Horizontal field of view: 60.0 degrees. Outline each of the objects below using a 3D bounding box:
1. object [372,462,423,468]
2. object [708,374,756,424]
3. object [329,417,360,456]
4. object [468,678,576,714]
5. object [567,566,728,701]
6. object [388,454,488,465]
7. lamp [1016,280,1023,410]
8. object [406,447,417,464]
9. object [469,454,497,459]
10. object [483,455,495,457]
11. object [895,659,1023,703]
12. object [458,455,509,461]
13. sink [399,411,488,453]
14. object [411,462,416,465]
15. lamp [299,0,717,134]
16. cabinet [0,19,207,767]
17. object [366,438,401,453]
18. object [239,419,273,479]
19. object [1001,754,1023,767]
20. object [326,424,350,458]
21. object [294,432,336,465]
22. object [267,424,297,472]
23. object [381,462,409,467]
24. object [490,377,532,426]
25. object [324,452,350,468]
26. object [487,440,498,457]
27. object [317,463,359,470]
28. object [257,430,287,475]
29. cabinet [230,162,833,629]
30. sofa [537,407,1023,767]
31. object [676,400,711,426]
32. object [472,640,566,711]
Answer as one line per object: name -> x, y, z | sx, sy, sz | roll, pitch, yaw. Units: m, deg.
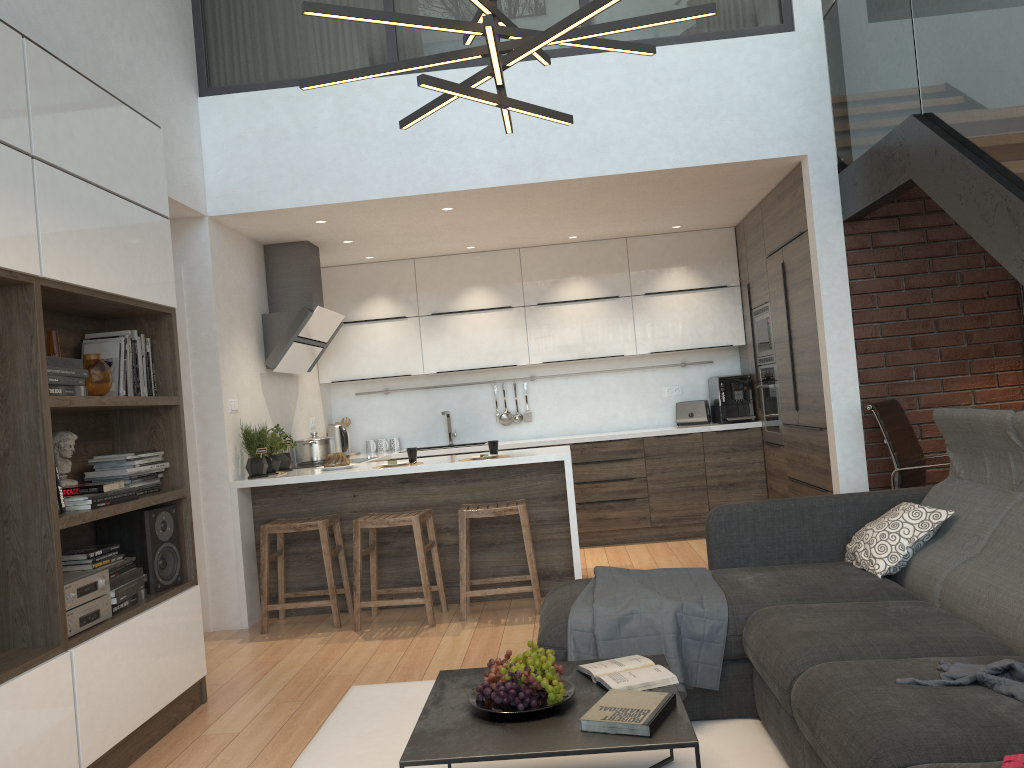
object -> -0.678, 0.484, 5.279 | 0.305, 0.002, 0.305 | -4, -1, -28
object -> 1.756, 0.116, 7.070 | 0.274, 0.378, 0.532 | -5, -1, 3
object -> -1.411, 0.436, 7.336 | 0.221, 0.316, 0.330 | -5, -1, 3
object -> 0.028, 0.855, 2.417 | 0.295, 0.026, 0.295 | -5, -1, -3
object -> 0.513, 0.895, 3.257 | 0.548, 0.369, 0.685 | -5, -1, 11
object -> -0.435, 0.438, 5.201 | 0.597, 0.039, 0.064 | -5, -1, -1
lamp -> 2.864, -0.004, 4.417 | 0.462, 2.003, 1.054 | -5, -1, -13
object -> -0.600, 0.431, 5.343 | 0.066, 0.093, 0.066 | -6, -2, 39
object -> -0.165, 0.427, 5.177 | 0.176, 0.014, 0.176 | -5, -1, 8
object -> -0.154, 0.422, 5.125 | 0.126, 0.012, 0.025 | -6, -1, 22
object -> 1.247, 0.675, 1.810 | 0.411, 0.118, 0.905 | -5, -1, -21
object -> -0.164, 0.437, 5.220 | 0.304, 0.002, 0.304 | -6, -1, 35
sink -> -0.523, 0.478, 7.169 | 0.706, 0.518, 0.512 | -5, -1, 3
object -> -0.585, 0.468, 5.221 | 0.025, 0.011, 0.126 | -5, -1, 7
lamp -> -0.190, -2.590, 2.518 | 1.200, 3.645, 0.831 | -5, -1, 13
cabinet -> -1.683, 0.103, 1.829 | 0.338, 2.494, 4.036 | -5, -1, 3
object -> -1.082, 0.514, 7.437 | 0.297, 0.105, 0.112 | -5, -1, 5
object -> -1.534, 0.378, 5.325 | 0.186, 0.367, 0.196 | -5, -1, 3
object -> 1.036, 0.658, 1.410 | 0.536, 0.077, 0.323 | -6, -2, 37
object -> -1.364, 0.446, 6.908 | 0.179, 0.270, 0.220 | -5, -1, -10
object -> -1.411, 0.455, 6.359 | 0.288, 0.223, 0.315 | -6, -2, 44
object -> -1.499, 0.412, 5.737 | 0.179, 0.311, 0.172 | -5, -1, 14
object -> -0.694, 0.476, 5.243 | 0.176, 0.014, 0.176 | -5, -1, -7
object -> -0.004, 0.150, 7.413 | 0.320, 0.389, 0.069 | -5, -1, 4
object -> -1.088, 0.476, 5.489 | 0.155, 0.101, 0.161 | -5, -1, -1
object -> -0.110, 0.385, 5.285 | 0.066, 0.093, 0.066 | -5, -1, -24
object -> -1.075, 0.514, 5.476 | 0.261, 0.021, 0.261 | -5, -1, -2
object -> -1.515, 0.423, 5.541 | 0.221, 0.283, 0.211 | -5, -1, 16
cabinet -> 0.140, 0.080, 6.242 | 3.495, 2.401, 2.401 | -5, -1, 3
sofa -> 0.772, 0.646, 2.229 | 2.108, 0.995, 3.169 | -5, -1, 3
object -> 1.476, 0.235, 7.234 | 0.260, 0.195, 0.177 | -6, -1, 23
object -> 0.015, 0.785, 2.425 | 0.256, 0.173, 0.279 | -5, -1, 0
